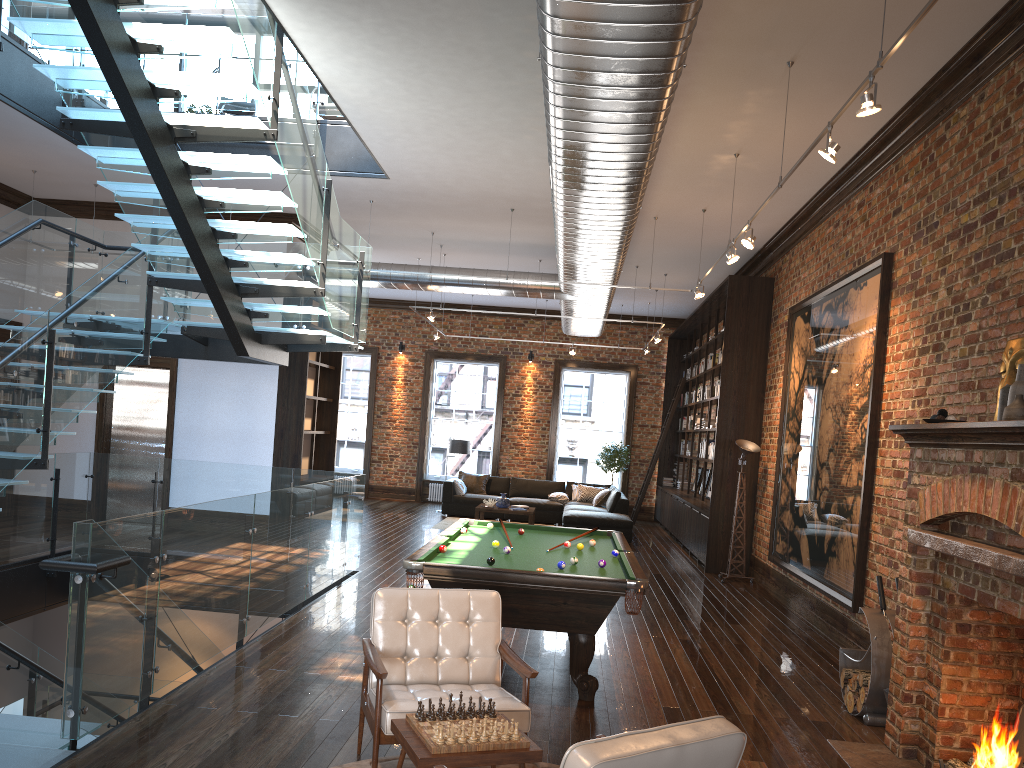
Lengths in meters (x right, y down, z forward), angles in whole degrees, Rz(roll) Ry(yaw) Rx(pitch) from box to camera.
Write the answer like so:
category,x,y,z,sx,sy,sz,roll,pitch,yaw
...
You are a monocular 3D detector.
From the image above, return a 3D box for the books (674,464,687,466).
category,x,y,z,sx,sy,sz,roll,pitch,yaw
books,3.618,1.736,18.989,0.251,0.006,0.271,4,-3,3

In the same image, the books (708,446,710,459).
category,x,y,z,sx,sy,sz,roll,pitch,yaw
books,3.426,1.171,15.155,0.190,0.218,0.033,4,2,4

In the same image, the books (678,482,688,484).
category,x,y,z,sx,sy,sz,roll,pitch,yaw
books,3.514,2.016,18.090,0.227,0.007,0.372,4,-3,-2

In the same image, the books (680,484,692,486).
category,x,y,z,sx,sy,sz,roll,pitch,yaw
books,3.525,2.049,18.090,0.227,0.007,0.369,4,-3,3

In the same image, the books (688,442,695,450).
category,x,y,z,sx,sy,sz,roll,pitch,yaw
books,3.642,1.318,18.053,0.129,0.283,0.030,4,2,4

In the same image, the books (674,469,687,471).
category,x,y,z,sx,sy,sz,roll,pitch,yaw
books,3.610,1.834,18.992,0.240,0.019,0.228,4,-3,-1

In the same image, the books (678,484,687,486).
category,x,y,z,sx,sy,sz,roll,pitch,yaw
books,3.517,2.063,18.091,0.229,0.008,0.330,4,-3,1

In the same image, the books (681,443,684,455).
category,x,y,z,sx,sy,sz,roll,pitch,yaw
books,3.649,1.366,18.567,0.188,0.244,0.026,4,2,4

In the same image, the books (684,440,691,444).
category,x,y,z,sx,sy,sz,roll,pitch,yaw
books,3.644,1.325,18.380,0.165,0.304,0.013,4,2,4

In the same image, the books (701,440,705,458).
category,x,y,z,sx,sy,sz,roll,pitch,yaw
books,3.488,1.167,15.850,0.170,0.312,0.038,4,2,4

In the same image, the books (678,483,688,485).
category,x,y,z,sx,sy,sz,roll,pitch,yaw
books,3.513,2.040,18.090,0.228,0.008,0.332,4,-3,9

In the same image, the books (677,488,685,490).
category,x,y,z,sx,sy,sz,roll,pitch,yaw
books,3.508,2.146,18.093,0.229,0.008,0.331,4,-3,0

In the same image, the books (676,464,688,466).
category,x,y,z,sx,sy,sz,roll,pitch,yaw
books,3.633,1.723,18.987,0.207,0.022,0.247,4,-3,-2

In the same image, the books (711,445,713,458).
category,x,y,z,sx,sy,sz,roll,pitch,yaw
books,3.398,1.143,14.754,0.167,0.234,0.032,4,2,4

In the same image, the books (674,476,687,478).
category,x,y,z,sx,sy,sz,roll,pitch,yaw
books,3.603,1.987,19.001,0.250,0.020,0.317,4,-3,4

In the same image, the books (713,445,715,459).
category,x,y,z,sx,sy,sz,roll,pitch,yaw
books,3.383,1.126,14.501,0.165,0.238,0.034,4,2,4

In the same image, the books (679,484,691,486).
category,x,y,z,sx,sy,sz,roll,pitch,yaw
books,3.521,2.056,18.090,0.228,0.008,0.330,4,-3,6

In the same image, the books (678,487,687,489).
category,x,y,z,sx,sy,sz,roll,pitch,yaw
books,3.522,2.124,18.091,0.229,0.008,0.328,4,-3,4

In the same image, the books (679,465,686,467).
category,x,y,z,sx,sy,sz,roll,pitch,yaw
books,3.641,1.756,18.988,0.184,0.030,0.265,4,-3,9

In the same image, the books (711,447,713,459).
category,x,y,z,sx,sy,sz,roll,pitch,yaw
books,3.407,1.155,14.723,0.170,0.209,0.028,4,2,4

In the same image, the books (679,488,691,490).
category,x,y,z,sx,sy,sz,roll,pitch,yaw
books,3.519,2.132,18.091,0.227,0.007,0.369,4,-3,5

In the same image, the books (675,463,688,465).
category,x,y,z,sx,sy,sz,roll,pitch,yaw
books,3.617,1.708,18.988,0.240,0.007,0.318,4,-3,0

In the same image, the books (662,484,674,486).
category,x,y,z,sx,sy,sz,roll,pitch,yaw
books,3.355,2.170,19.077,0.210,0.012,0.272,4,-3,1

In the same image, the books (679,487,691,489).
category,x,y,z,sx,sy,sz,roll,pitch,yaw
books,3.519,2.116,18.091,0.229,0.008,0.329,4,-3,3

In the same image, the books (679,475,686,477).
category,x,y,z,sx,sy,sz,roll,pitch,yaw
books,3.626,1.962,18.999,0.183,0.034,0.271,4,-3,9

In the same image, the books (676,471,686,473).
category,x,y,z,sx,sy,sz,roll,pitch,yaw
books,3.637,1.886,18.991,0.164,0.006,0.352,4,-3,-1

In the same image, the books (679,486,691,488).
category,x,y,z,sx,sy,sz,roll,pitch,yaw
books,3.518,2.094,18.091,0.229,0.008,0.329,4,-3,2

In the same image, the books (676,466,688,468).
category,x,y,z,sx,sy,sz,roll,pitch,yaw
books,3.633,1.775,18.989,0.207,0.009,0.344,4,-3,2

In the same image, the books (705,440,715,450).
category,x,y,z,sx,sy,sz,roll,pitch,yaw
books,3.435,1.131,15.320,0.186,0.318,0.015,4,2,4

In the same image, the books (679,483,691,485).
category,x,y,z,sx,sy,sz,roll,pitch,yaw
books,3.523,2.032,18.090,0.228,0.008,0.330,4,-3,6

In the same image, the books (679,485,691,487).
category,x,y,z,sx,sy,sz,roll,pitch,yaw
books,3.517,2.071,18.091,0.226,0.007,0.371,4,-3,7

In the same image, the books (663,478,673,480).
category,x,y,z,sx,sy,sz,roll,pitch,yaw
books,3.360,2.034,19.073,0.199,0.020,0.212,4,-3,8

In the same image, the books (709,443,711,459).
category,x,y,z,sx,sy,sz,roll,pitch,yaw
books,3.422,1.141,15.004,0.158,0.270,0.032,4,2,4

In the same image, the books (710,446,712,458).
category,x,y,z,sx,sy,sz,roll,pitch,yaw
books,3.418,1.162,14.945,0.153,0.221,0.034,4,2,4

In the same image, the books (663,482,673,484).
category,x,y,z,sx,sy,sz,roll,pitch,yaw
books,3.351,2.125,19.076,0.200,0.019,0.255,4,-3,6

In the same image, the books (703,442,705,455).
category,x,y,z,sx,sy,sz,roll,pitch,yaw
books,3.462,1.163,15.570,0.184,0.286,0.015,4,2,4

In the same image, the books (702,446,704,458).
category,x,y,z,sx,sy,sz,roll,pitch,yaw
books,3.464,1.212,15.751,0.174,0.207,0.031,4,2,4

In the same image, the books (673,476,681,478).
category,x,y,z,sx,sy,sz,roll,pitch,yaw
books,3.595,2.001,19.002,0.246,0.008,0.308,4,-3,1

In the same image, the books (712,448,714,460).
category,x,y,z,sx,sy,sz,roll,pitch,yaw
books,3.376,1.155,14.536,0.174,0.184,0.034,4,2,4

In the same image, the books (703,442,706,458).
category,x,y,z,sx,sy,sz,roll,pitch,yaw
books,3.455,1.158,15.514,0.184,0.289,0.016,4,2,4

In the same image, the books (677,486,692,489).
category,x,y,z,sx,sy,sz,roll,pitch,yaw
books,3.514,2.108,18.092,0.227,0.007,0.370,4,-3,1

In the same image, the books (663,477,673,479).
category,x,y,z,sx,sy,sz,roll,pitch,yaw
books,3.352,2.019,19.073,0.184,0.008,0.305,4,-3,6

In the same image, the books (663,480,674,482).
category,x,y,z,sx,sy,sz,roll,pitch,yaw
books,3.357,2.081,19.074,0.205,0.015,0.265,4,-3,2

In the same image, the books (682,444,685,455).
category,x,y,z,sx,sy,sz,roll,pitch,yaw
books,3.616,1.352,18.261,0.212,0.233,0.019,4,2,4

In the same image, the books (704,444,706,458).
category,x,y,z,sx,sy,sz,roll,pitch,yaw
books,3.431,1.166,15.353,0.186,0.251,0.050,4,2,4

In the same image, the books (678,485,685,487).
category,x,y,z,sx,sy,sz,roll,pitch,yaw
books,3.522,2.086,18.091,0.227,0.007,0.369,4,-3,5

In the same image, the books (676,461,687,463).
category,x,y,z,sx,sy,sz,roll,pitch,yaw
books,3.634,1.675,18.986,0.208,0.010,0.352,4,-3,8

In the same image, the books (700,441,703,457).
category,x,y,z,sx,sy,sz,roll,pitch,yaw
books,3.484,1.177,15.945,0.184,0.301,0.016,4,2,4

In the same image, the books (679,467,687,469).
category,x,y,z,sx,sy,sz,roll,pitch,yaw
books,3.638,1.790,18.989,0.203,0.020,0.317,4,-3,5

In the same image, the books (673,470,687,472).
category,x,y,z,sx,sy,sz,roll,pitch,yaw
books,3.607,1.858,18.993,0.260,0.028,0.316,4,-3,4

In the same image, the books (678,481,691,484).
category,x,y,z,sx,sy,sz,roll,pitch,yaw
books,3.525,2.010,18.089,0.227,0.007,0.370,4,-3,6
